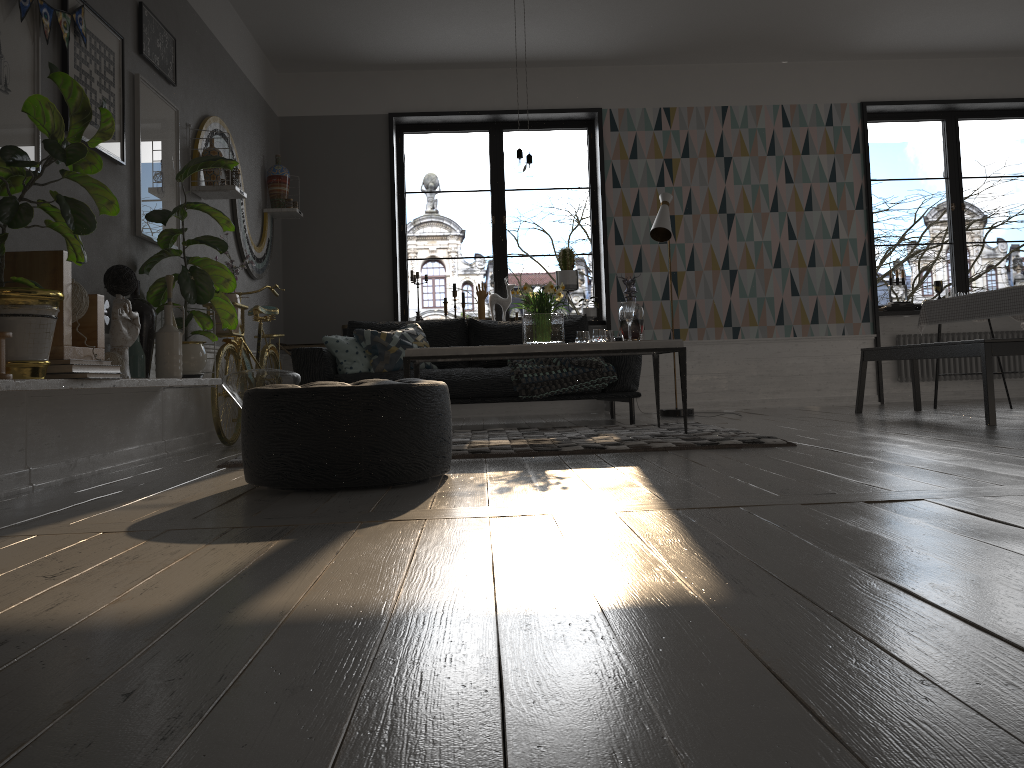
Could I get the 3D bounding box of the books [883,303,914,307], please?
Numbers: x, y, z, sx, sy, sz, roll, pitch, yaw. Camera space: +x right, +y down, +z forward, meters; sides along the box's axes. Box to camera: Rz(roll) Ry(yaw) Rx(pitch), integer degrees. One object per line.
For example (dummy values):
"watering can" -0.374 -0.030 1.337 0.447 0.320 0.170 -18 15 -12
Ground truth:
"books" 3.373 -0.685 7.720 0.198 0.022 0.162 -2 0 -1

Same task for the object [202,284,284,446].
"object" -1.656 -0.128 5.663 0.427 0.972 1.622 -1 -1 -11

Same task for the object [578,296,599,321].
"object" 0.654 -0.641 7.539 0.171 0.204 0.246 -2 -1 0

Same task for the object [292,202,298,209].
"object" -1.715 -1.410 6.998 0.050 0.058 0.050 -2 -2 -12

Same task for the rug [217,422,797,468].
"rug" -0.045 0.296 4.704 2.526 0.034 1.766 -2 1 -2

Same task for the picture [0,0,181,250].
"picture" 0.282 -1.300 1.336 4.038 1.800 7.278 -2 0 -2

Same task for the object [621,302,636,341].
"object" 0.655 -0.340 4.940 0.082 0.228 0.167 -2 -2 9

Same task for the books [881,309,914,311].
"books" 3.340 -0.638 7.720 0.268 0.011 0.161 -2 1 1

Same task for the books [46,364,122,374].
"books" -1.582 -0.049 3.110 0.260 0.029 0.383 -2 1 -1

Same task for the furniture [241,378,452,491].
"furniture" -0.582 0.163 3.155 0.735 0.358 0.734 -2 0 -15

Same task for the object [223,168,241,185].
"object" -1.663 -1.235 5.189 0.060 0.166 0.197 -4 -2 32

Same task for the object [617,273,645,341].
"object" 0.696 -0.442 5.157 0.148 0.418 0.155 -3 -3 17

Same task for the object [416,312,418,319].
"object" -0.812 -0.562 7.638 0.084 0.152 0.084 -2 -2 2

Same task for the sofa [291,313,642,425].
"sofa" -0.299 -0.086 6.231 2.340 0.801 0.968 -2 -1 -3

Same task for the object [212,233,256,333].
"object" -1.636 -0.605 5.291 0.253 0.643 0.487 -3 -2 16

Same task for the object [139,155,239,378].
"object" -1.619 -0.601 4.438 0.415 1.154 0.566 -4 -3 37

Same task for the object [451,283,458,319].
"object" -0.488 -0.685 7.577 0.123 0.377 0.123 -2 -3 2

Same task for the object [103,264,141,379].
"object" -1.630 -0.258 3.681 0.136 0.485 0.154 -2 -3 -2

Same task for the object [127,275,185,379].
"object" -1.626 -0.265 3.996 0.331 0.490 0.285 0 -3 -42

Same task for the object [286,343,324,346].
"object" -1.656 -0.313 7.160 0.318 0.015 0.246 -2 1 -2

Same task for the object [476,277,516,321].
"object" 0.024 -0.716 7.604 0.662 0.411 0.134 -2 -3 -1

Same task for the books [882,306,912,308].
"books" 3.350 -0.668 7.724 0.216 0.011 0.174 -2 1 4

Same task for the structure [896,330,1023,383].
"structure" 4.010 -0.246 7.858 1.223 0.430 0.148 -2 -3 -4

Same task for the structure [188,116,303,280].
"structure" -1.775 -1.252 6.127 0.267 0.958 2.018 -2 0 -2

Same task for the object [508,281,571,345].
"object" 0.156 -0.387 4.934 0.352 0.352 0.324 -2 -2 0

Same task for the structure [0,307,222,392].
"structure" -1.626 -0.201 3.254 0.308 0.487 2.770 -2 0 -2

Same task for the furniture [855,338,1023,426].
"furniture" 2.686 -0.023 5.467 0.465 0.457 1.666 -2 0 -2

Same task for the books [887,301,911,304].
"books" 3.376 -0.705 7.717 0.153 0.017 0.123 -2 0 -1

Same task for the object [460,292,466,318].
"object" -0.417 -0.651 7.628 0.075 0.302 0.075 -4 -4 28

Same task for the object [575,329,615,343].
"object" 0.523 -0.264 5.068 0.246 0.087 0.278 -2 0 -24

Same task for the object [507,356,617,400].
"object" 0.317 -0.081 5.961 0.666 0.330 0.489 -2 -1 -7

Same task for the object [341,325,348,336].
"object" -1.303 -0.396 7.139 0.138 0.161 0.141 -3 -2 36

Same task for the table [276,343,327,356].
"table" -1.492 -0.003 7.147 0.742 0.682 0.338 -2 -3 -2

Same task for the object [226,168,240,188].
"object" -1.683 -1.225 5.335 0.086 0.140 0.085 -2 -2 -9

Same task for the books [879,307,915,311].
"books" 3.342 -0.653 7.728 0.271 0.019 0.183 -2 0 -3

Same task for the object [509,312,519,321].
"object" 0.041 -0.565 7.587 0.123 0.099 0.123 -2 -1 20

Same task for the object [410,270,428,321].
"object" -0.814 -0.730 7.567 0.162 0.492 0.144 -4 -4 34

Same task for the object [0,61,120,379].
"object" -1.528 -0.495 2.782 0.546 0.967 0.508 -1 -3 -17

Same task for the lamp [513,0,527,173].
"lamp" 0.378 -1.944 4.380 0.074 1.541 1.391 0 -3 -33

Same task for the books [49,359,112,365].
"books" -1.593 -0.071 3.108 0.229 0.017 0.378 -2 1 -5

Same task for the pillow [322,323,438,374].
"pillow" -0.924 -0.243 6.164 0.799 0.363 0.442 -2 -1 -20

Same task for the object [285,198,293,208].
"object" -1.746 -1.408 6.929 0.060 0.079 0.060 -2 -2 -13

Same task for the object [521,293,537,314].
"object" 0.181 -0.664 7.653 0.234 0.284 0.212 -1 -2 -28

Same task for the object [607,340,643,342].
"object" 0.640 -0.238 5.131 0.318 0.015 0.246 -2 1 -2

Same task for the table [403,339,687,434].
"table" 0.166 0.046 4.884 1.456 0.513 0.730 -2 -1 -2

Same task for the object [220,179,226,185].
"object" -1.760 -1.194 5.354 0.062 0.082 0.062 -1 -2 -26

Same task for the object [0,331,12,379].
"object" -1.561 -0.101 2.241 0.329 0.307 0.783 -2 0 -1

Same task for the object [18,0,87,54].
"object" -1.790 -1.457 3.329 0.057 0.340 0.912 -2 0 -3

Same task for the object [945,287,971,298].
"object" 3.923 -0.749 7.749 0.268 0.193 0.153 -2 -2 -2

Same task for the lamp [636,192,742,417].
"lamp" 1.351 -0.615 6.961 0.680 1.708 1.243 -2 -2 -4

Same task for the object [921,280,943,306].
"object" 3.675 -0.773 7.731 0.194 0.258 0.115 -2 -3 8

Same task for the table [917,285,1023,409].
"table" 3.466 -0.216 5.536 0.931 0.786 2.021 -2 0 -2

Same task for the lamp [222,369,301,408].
"lamp" -1.419 0.133 5.024 0.432 0.439 0.432 -3 -2 29

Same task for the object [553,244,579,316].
"object" 0.473 -0.868 7.572 0.235 0.673 0.227 0 -3 -31

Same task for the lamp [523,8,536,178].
"lamp" 0.434 -1.947 4.507 0.074 1.541 1.391 0 -3 -33

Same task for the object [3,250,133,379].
"object" -1.597 -0.231 3.239 0.238 0.441 0.544 -2 -1 -2

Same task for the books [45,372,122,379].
"books" -1.586 -0.024 3.120 0.296 0.021 0.367 -2 1 -8
